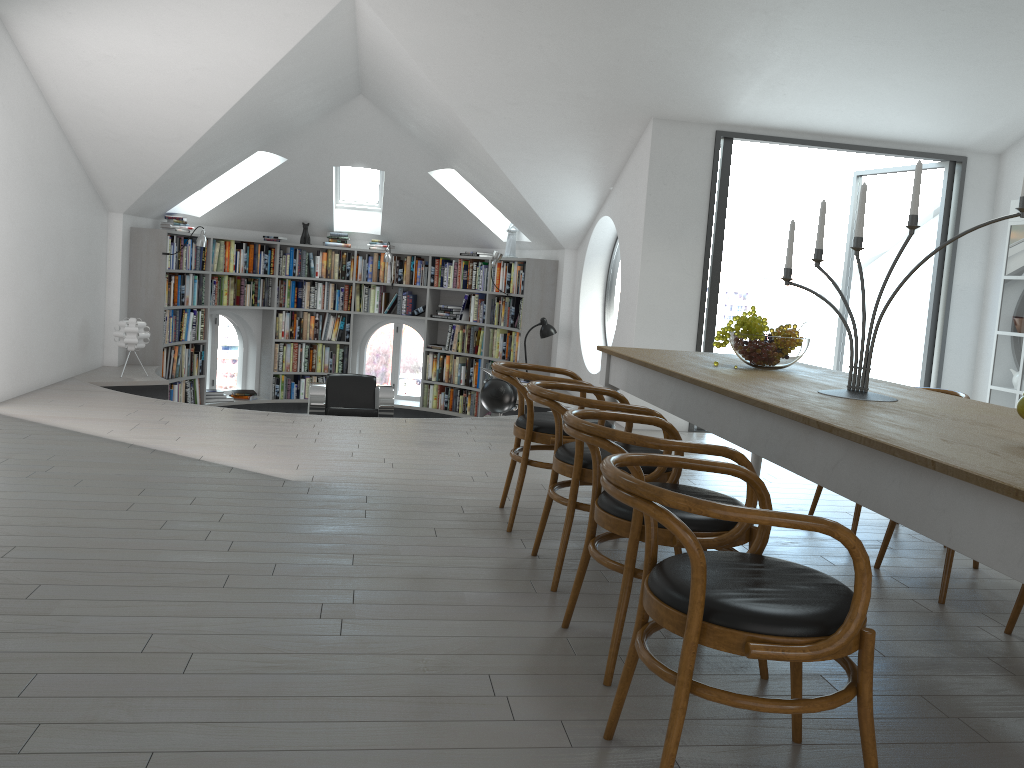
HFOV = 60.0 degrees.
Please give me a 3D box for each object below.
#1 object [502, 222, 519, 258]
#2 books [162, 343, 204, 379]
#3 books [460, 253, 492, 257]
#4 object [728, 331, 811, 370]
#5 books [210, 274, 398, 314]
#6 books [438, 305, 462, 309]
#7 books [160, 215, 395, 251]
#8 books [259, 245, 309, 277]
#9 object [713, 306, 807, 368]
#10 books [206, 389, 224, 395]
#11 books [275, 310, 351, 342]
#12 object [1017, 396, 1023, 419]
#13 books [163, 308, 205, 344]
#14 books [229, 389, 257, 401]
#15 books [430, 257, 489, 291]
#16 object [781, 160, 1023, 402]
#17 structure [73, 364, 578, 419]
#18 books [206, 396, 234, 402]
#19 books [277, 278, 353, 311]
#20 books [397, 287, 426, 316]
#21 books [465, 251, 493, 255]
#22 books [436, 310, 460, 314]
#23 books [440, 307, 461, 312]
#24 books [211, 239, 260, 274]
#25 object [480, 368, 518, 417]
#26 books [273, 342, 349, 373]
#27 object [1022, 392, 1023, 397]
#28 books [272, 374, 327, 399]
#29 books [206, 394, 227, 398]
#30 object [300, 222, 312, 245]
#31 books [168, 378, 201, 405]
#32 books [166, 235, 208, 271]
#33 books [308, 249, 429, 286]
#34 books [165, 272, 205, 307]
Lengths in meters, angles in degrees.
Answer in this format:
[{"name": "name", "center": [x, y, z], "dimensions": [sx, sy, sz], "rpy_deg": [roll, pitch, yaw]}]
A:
[{"name": "object", "center": [-0.005, -1.665, 10.093], "dimensions": [0.179, 0.471, 0.179], "rpy_deg": [4, 5, 0]}, {"name": "books", "center": [-3.647, -0.046, 9.163], "dimensions": [0.390, 0.693, 1.645], "rpy_deg": [4, 6, 1]}, {"name": "books", "center": [-0.396, -1.535, 10.619], "dimensions": [0.337, 0.036, 0.317], "rpy_deg": [10, 9, 43]}, {"name": "object", "center": [1.157, -0.144, 4.012], "dimensions": [0.360, 0.159, 0.361], "rpy_deg": [1, 7, -29]}, {"name": "books", "center": [-2.556, -1.070, 10.645], "dimensions": [2.528, 0.370, 0.592], "rpy_deg": [1, 7, -28]}, {"name": "books", "center": [-0.728, -0.943, 10.855], "dimensions": [0.269, 0.031, 0.286], "rpy_deg": [1, 8, -29]}, {"name": "books", "center": [-2.714, -1.746, 10.347], "dimensions": [2.814, 0.173, 0.749], "rpy_deg": [-1, 8, -39]}, {"name": "books", "center": [-2.779, -1.475, 10.657], "dimensions": [0.682, 0.345, 0.265], "rpy_deg": [0, 7, -32]}, {"name": "object", "center": [1.134, -0.210, 4.016], "dimensions": [0.394, 0.283, 0.293], "rpy_deg": [-2, 8, -45]}, {"name": "books", "center": [-3.486, 0.095, 10.302], "dimensions": [0.213, 0.036, 0.227], "rpy_deg": [0, 8, -33]}, {"name": "books", "center": [-2.459, -0.716, 10.891], "dimensions": [0.997, 0.351, 0.298], "rpy_deg": [1, 6, -26]}, {"name": "object", "center": [1.295, 0.060, 2.204], "dimensions": [0.071, 0.072, 0.071], "rpy_deg": [-1, 8, -44]}, {"name": "books", "center": [-3.584, -0.623, 9.377], "dimensions": [0.260, 0.358, 1.022], "rpy_deg": [5, 7, 8]}, {"name": "books", "center": [-3.185, 0.130, 10.529], "dimensions": [0.318, 0.099, 0.292], "rpy_deg": [3, 7, -8]}, {"name": "books", "center": [-0.557, -1.324, 10.667], "dimensions": [0.971, 0.366, 0.306], "rpy_deg": [9, 7, 34]}, {"name": "object", "center": [1.284, -0.378, 3.014], "dimensions": [0.265, 0.873, 0.777], "rpy_deg": [1, 7, -35]}, {"name": "structure", "center": [-1.710, 0.299, 8.923], "dimensions": [4.718, 0.691, 4.713], "rpy_deg": [9, 8, 35]}, {"name": "books", "center": [-3.491, 0.160, 10.307], "dimensions": [0.365, 0.042, 0.389], "rpy_deg": [-2, 9, -42]}, {"name": "books", "center": [-2.447, -1.098, 10.897], "dimensions": [1.028, 0.358, 0.301], "rpy_deg": [1, 6, -23]}, {"name": "books", "center": [-1.197, -1.011, 10.967], "dimensions": [0.399, 0.340, 0.225], "rpy_deg": [5, 6, 11]}, {"name": "books", "center": [-0.394, -1.563, 10.617], "dimensions": [0.233, 0.027, 0.248], "rpy_deg": [-1, 8, -36]}, {"name": "books", "center": [-0.733, -0.880, 10.860], "dimensions": [0.286, 0.031, 0.269], "rpy_deg": [10, 9, 40]}, {"name": "books", "center": [-0.730, -0.911, 10.857], "dimensions": [0.227, 0.036, 0.213], "rpy_deg": [10, 9, 40]}, {"name": "books", "center": [-3.250, -1.463, 10.163], "dimensions": [0.269, 0.372, 0.793], "rpy_deg": [8, 7, 34]}, {"name": "object", "center": [-0.120, 0.081, 7.895], "dimensions": [0.320, 0.561, 0.321], "rpy_deg": [0, 7, -36]}, {"name": "books", "center": [-2.475, -0.332, 10.931], "dimensions": [1.031, 0.356, 0.293], "rpy_deg": [1, 6, -24]}, {"name": "object", "center": [1.336, 0.038, 2.250], "dimensions": [0.071, 0.063, 0.072], "rpy_deg": [3, 6, -16]}, {"name": "books", "center": [-2.516, 0.028, 10.952], "dimensions": [1.018, 0.305, 0.288], "rpy_deg": [1, 6, -24]}, {"name": "books", "center": [-3.488, 0.126, 10.304], "dimensions": [0.269, 0.031, 0.286], "rpy_deg": [0, 8, -33]}, {"name": "object", "center": [-2.488, -1.819, 10.738], "dimensions": [0.147, 0.264, 0.202], "rpy_deg": [3, 6, -13]}, {"name": "books", "center": [-3.665, 0.106, 9.505], "dimensions": [0.283, 0.319, 0.920], "rpy_deg": [5, 7, 9]}, {"name": "books", "center": [-3.556, -1.384, 9.322], "dimensions": [0.300, 0.360, 1.035], "rpy_deg": [5, 7, 7]}, {"name": "books", "center": [-1.746, -1.444, 10.950], "dimensions": [1.565, 0.366, 0.395], "rpy_deg": [4, 6, -4]}, {"name": "books", "center": [-3.595, -1.003, 9.375], "dimensions": [0.303, 0.347, 1.091], "rpy_deg": [5, 7, 6]}]
